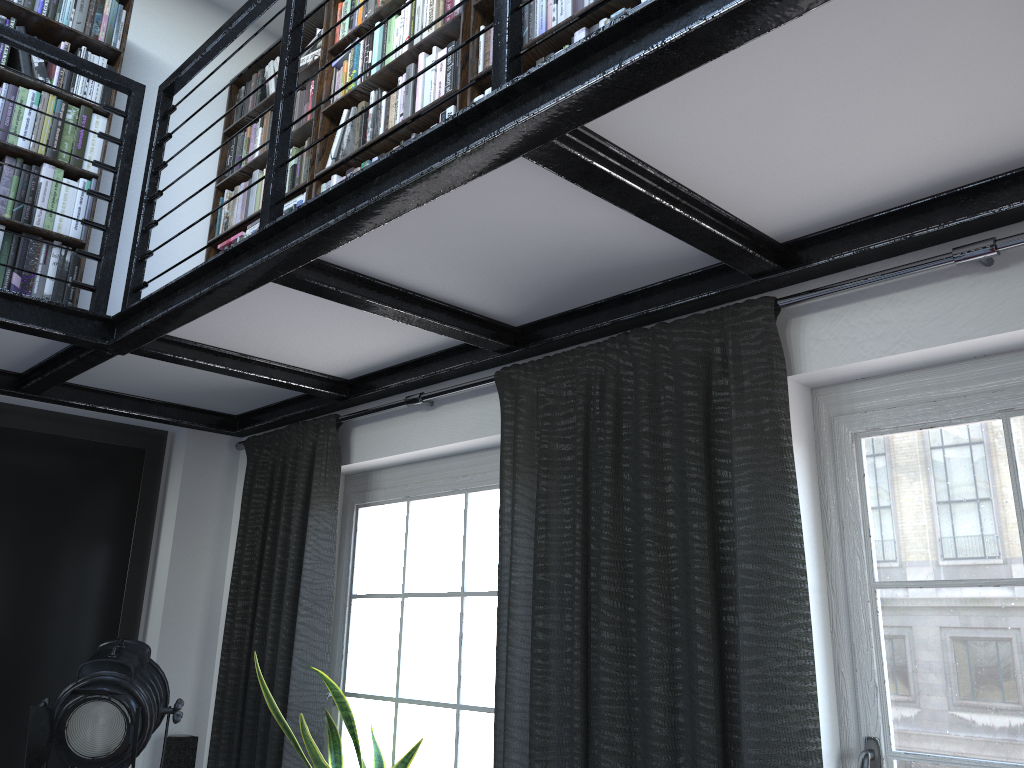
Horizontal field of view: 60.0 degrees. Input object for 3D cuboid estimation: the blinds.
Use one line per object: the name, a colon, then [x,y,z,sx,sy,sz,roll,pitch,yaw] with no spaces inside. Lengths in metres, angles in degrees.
blinds: [-0.293,1.147,2.553,0.124,2.412,2.495,18,-23,-42]

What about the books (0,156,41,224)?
books: [-0.619,-1.393,1.794,1.163,1.420,4.360,17,-22,-42]

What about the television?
television: [-2.714,1.029,2.377,3.333,2.454,0.116,16,-23,-41]

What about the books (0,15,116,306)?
books: [-1.017,-1.500,1.450,4.354,1.424,2.192,-14,-22,43]

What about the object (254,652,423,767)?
object: [-0.655,1.342,2.810,0.524,0.950,0.549,12,-20,-32]

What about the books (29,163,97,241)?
books: [-0.810,-1.308,1.617,4.313,1.152,1.589,-14,-22,43]

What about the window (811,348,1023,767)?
window: [1.117,0.679,1.522,0.132,1.623,1.161,18,-23,-42]

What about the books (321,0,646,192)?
books: [0.512,-1.058,2.338,0.239,1.134,3.374,18,-23,-42]

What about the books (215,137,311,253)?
books: [0.247,-1.140,2.632,0.226,1.427,4.412,18,-23,-42]

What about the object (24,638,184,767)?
object: [-0.266,1.445,2.056,2.898,1.596,0.747,-8,-19,29]

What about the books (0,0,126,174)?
books: [-2.495,-1.145,2.874,2.194,1.439,0.313,16,-23,-41]

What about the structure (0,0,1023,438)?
structure: [-1.318,0.100,0.692,4.589,3.392,4.465,17,-22,-42]

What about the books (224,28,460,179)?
books: [0.243,-1.130,2.626,0.240,1.412,4.418,18,-23,-41]

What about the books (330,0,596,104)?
books: [0.256,-1.413,2.728,0.212,0.837,2.623,18,-23,-42]

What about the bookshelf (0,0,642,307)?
bookshelf: [-0.730,-1.349,1.702,3.071,1.634,4.452,16,-22,-42]

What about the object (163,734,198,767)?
object: [-1.277,1.928,3.189,0.157,1.234,0.156,11,-20,-27]

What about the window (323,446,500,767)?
window: [-0.283,1.034,2.899,0.132,1.623,1.161,18,-23,-42]
